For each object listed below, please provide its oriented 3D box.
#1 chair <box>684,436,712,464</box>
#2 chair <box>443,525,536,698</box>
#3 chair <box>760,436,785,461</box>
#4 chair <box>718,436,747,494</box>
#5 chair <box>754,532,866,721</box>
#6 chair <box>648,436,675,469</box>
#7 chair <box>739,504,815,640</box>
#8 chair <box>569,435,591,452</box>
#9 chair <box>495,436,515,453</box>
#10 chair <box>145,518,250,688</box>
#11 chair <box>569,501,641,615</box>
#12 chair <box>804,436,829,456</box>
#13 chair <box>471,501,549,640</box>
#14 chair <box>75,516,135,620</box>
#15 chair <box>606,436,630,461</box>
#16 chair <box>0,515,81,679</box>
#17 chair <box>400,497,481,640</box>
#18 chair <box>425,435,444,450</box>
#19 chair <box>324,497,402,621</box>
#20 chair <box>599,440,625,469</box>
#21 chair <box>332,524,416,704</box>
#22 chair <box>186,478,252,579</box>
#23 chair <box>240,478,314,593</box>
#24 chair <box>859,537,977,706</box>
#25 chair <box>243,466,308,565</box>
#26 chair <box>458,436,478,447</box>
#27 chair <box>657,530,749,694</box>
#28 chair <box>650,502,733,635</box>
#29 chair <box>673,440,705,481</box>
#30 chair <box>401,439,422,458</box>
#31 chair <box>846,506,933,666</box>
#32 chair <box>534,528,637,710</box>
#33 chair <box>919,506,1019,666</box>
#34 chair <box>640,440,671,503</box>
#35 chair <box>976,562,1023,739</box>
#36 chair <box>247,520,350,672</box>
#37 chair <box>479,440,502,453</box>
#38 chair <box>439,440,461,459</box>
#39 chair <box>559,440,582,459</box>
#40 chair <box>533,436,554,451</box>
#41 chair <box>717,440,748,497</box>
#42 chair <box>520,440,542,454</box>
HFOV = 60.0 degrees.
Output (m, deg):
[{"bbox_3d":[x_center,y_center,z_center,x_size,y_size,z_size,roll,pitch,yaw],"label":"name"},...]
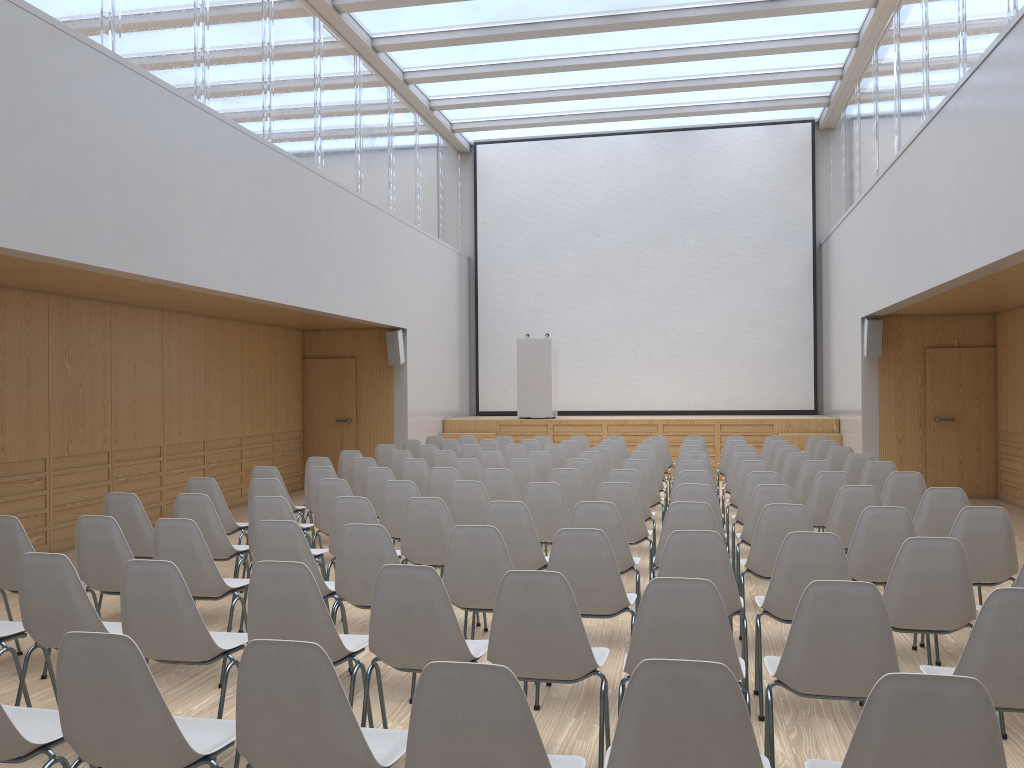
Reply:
[{"bbox_3d":[2.506,1.133,12.152,0.479,0.876,0.505,-1,0,12],"label":"chair"},{"bbox_3d":[-0.121,1.117,4.508,0.479,0.876,0.505,-1,0,12],"label":"chair"},{"bbox_3d":[3.527,1.123,11.950,0.479,0.876,0.505,-1,0,12],"label":"chair"},{"bbox_3d":[3.028,1.128,12.025,0.479,0.876,0.505,-1,0,12],"label":"chair"},{"bbox_3d":[1.402,1.102,4.220,0.479,0.876,0.505,-1,0,12],"label":"chair"},{"bbox_3d":[2.009,1.138,12.195,0.479,0.876,0.505,-1,0,12],"label":"chair"},{"bbox_3d":[1.575,1.105,5.177,0.479,0.876,0.505,-1,0,12],"label":"chair"},{"bbox_3d":[0.971,1.149,12.480,0.479,0.876,0.505,-1,0,12],"label":"chair"},{"bbox_3d":[-0.061,1.160,12.624,0.479,0.876,0.505,-1,0,12],"label":"chair"},{"bbox_3d":[-1.686,1.134,4.833,0.479,0.876,0.505,-1,0,12],"label":"chair"},{"bbox_3d":[0.535,1.116,5.352,0.479,0.876,0.505,-1,0,12],"label":"chair"},{"bbox_3d":[4.054,1.117,11.812,0.479,0.876,0.505,-1,0,12],"label":"chair"},{"bbox_3d":[0.022,1.121,5.416,0.479,0.876,0.505,-1,0,12],"label":"chair"},{"bbox_3d":[-2.156,1.139,4.959,0.479,0.876,0.505,-1,0,12],"label":"chair"},{"bbox_3d":[1.456,1.144,12.331,0.479,0.876,0.505,-1,0,12],"label":"chair"},{"bbox_3d":[-2.691,1.144,5.000,0.479,0.876,0.505,-1,0,12],"label":"chair"},{"bbox_3d":[-0.471,1.126,5.630,0.479,0.876,0.505,-1,0,12],"label":"chair"},{"bbox_3d":[-1.042,1.170,12.870,0.479,0.876,0.505,-1,0,12],"label":"chair"},{"bbox_3d":[-0.933,1.131,5.698,0.479,0.876,0.505,-1,0,12],"label":"chair"},{"bbox_3d":[1.278,1.141,11.367,0.479,0.876,0.505,-1,0,12],"label":"chair"},{"bbox_3d":[-0.671,1.123,4.581,0.479,0.876,0.505,-1,0,12],"label":"chair"},{"bbox_3d":[-2.305,1.151,6.984,0.479,0.876,0.505,-1,0,12],"label":"chair"},{"bbox_3d":[-1.799,1.146,6.899,0.479,0.876,0.505,-1,0,12],"label":"chair"},{"bbox_3d":[1.863,1.096,4.055,0.479,0.876,0.505,-1,0,12],"label":"chair"},{"bbox_3d":[-2.103,1.154,7.983,0.479,0.876,0.505,-1,0,12],"label":"chair"},{"bbox_3d":[-0.576,1.165,12.689,0.479,0.876,0.505,-1,0,12],"label":"chair"},{"bbox_3d":[0.893,1.107,4.297,0.479,0.876,0.505,-1,0,12],"label":"chair"},{"bbox_3d":[1.069,1.110,5.301,0.479,0.876,0.505,-1,0,12],"label":"chair"},{"bbox_3d":[2.271,1.130,11.160,0.479,0.876,0.505,-1,0,12],"label":"chair"},{"bbox_3d":[-1.265,1.167,11.923,0.479,0.876,0.505,-1,0,12],"label":"chair"},{"bbox_3d":[2.074,1.100,5.032,0.479,0.876,0.505,-1,0,12],"label":"chair"},{"bbox_3d":[0.377,1.112,4.384,0.479,0.876,0.505,-1,0,12],"label":"chair"},{"bbox_3d":[2.584,1.095,4.996,0.479,0.876,0.505,-1,0,12],"label":"chair"},{"bbox_3d":[1.779,1.136,11.291,0.479,0.876,0.505,-1,0,12],"label":"chair"},{"bbox_3d":[2.382,1.091,3.988,0.479,0.876,0.505,-1,0,12],"label":"chair"},{"bbox_3d":[-1.132,1.128,4.736,0.479,0.876,0.505,-1,0,12],"label":"chair"},{"bbox_3d":[-0.245,1.156,11.641,0.479,0.876,0.505,-1,0,12],"label":"chair"},{"bbox_3d":[-0.753,1.162,11.788,0.479,0.876,0.505,-1,0,12],"label":"chair"},{"bbox_3d":[0.780,1.146,11.429,0.479,0.876,0.505,-1,0,12],"label":"chair"},{"bbox_3d":[0.476,1.154,12.554,0.479,0.876,0.505,-1,0,12],"label":"chair"},{"bbox_3d":[2.784,1.125,11.013,0.479,0.876,0.505,-1,0,12],"label":"chair"},{"bbox_3d":[0.278,1.151,11.593,0.479,0.876,0.505,-1,0,12],"label":"chair"}]
